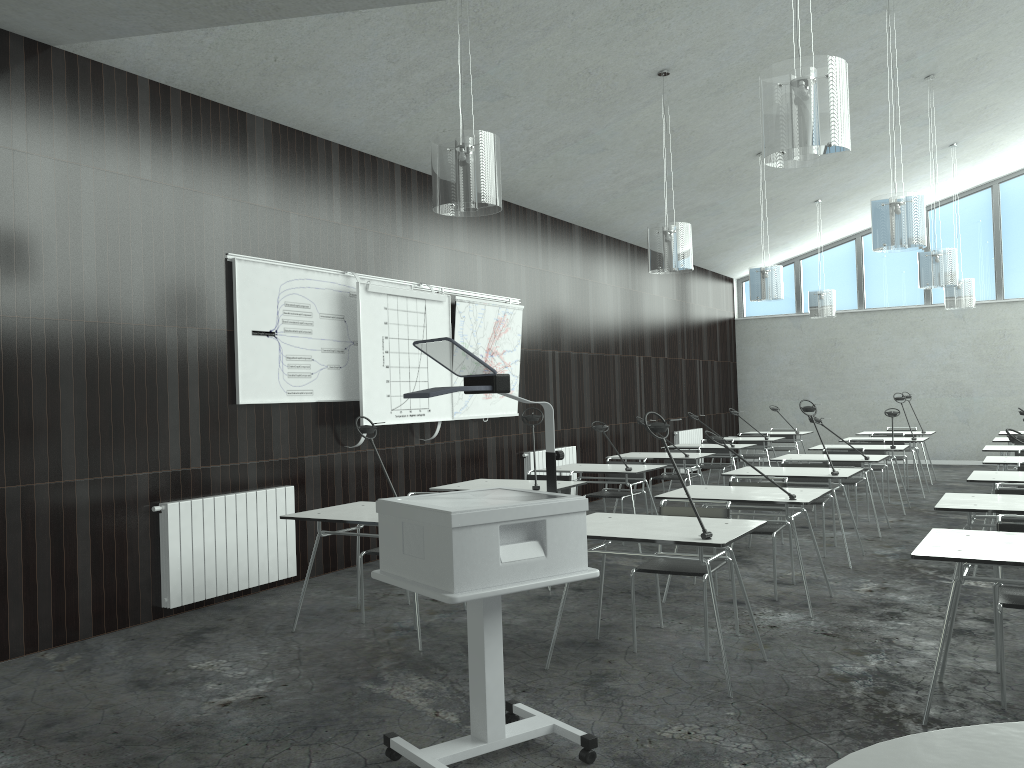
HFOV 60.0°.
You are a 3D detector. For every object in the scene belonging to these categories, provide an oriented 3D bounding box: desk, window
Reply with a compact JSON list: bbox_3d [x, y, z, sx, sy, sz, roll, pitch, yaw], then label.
[{"bbox_3d":[1.145,0.990,0.891,1.600,0.818,0.910,-2,-1,25],"label":"desk"},{"bbox_3d":[2.718,0.827,4.591,0.900,1.153,0.700,-2,-1,30],"label":"desk"},{"bbox_3d":[0.655,0.798,4.147,0.900,1.321,0.700,-2,-1,30],"label":"desk"},{"bbox_3d":[3.588,0.865,9.153,0.900,1.153,0.700,-2,-1,29],"label":"desk"},{"bbox_3d":[4.964,0.813,8.364,0.900,1.153,0.700,-2,-1,30],"label":"desk"},{"bbox_3d":[4.367,0.776,10.400,0.900,1.321,0.700,-2,-1,30],"label":"desk"},{"bbox_3d":[3.525,0.820,5.837,0.900,1.153,0.700,-2,-1,31],"label":"desk"},{"bbox_3d":[0.764,0.925,7.458,0.900,1.153,0.700,-2,-1,30],"label":"desk"},{"bbox_3d":[2.040,0.746,3.343,0.900,1.321,0.700,-2,-1,31],"label":"desk"},{"bbox_3d":[2.846,0.870,7.919,0.900,1.153,0.700,-2,-1,30],"label":"desk"},{"bbox_3d":[1.413,0.877,5.381,0.900,1.153,0.700,-2,-1,30],"label":"desk"},{"bbox_3d":[6.483,0.803,10.854,0.900,1.153,0.700,-2,-1,30],"label":"desk"},{"bbox_3d":[7.138,-2.911,14.123,7.052,3.041,0.010,-2,-1,30],"label":"window"},{"bbox_3d":[2.936,0.914,11.227,0.900,1.153,0.700,-2,-1,29],"label":"desk"},{"bbox_3d":[2.122,0.790,6.683,0.900,1.321,0.700,-2,-1,30],"label":"desk"},{"bbox_3d":[-0.019,0.847,6.231,0.900,1.321,0.700,-2,-1,29],"label":"desk"},{"bbox_3d":[1.476,0.922,8.737,0.900,1.153,0.700,-2,-1,29],"label":"desk"},{"bbox_3d":[-0.718,0.850,4.947,0.900,1.321,0.700,-2,-1,30],"label":"desk"},{"bbox_3d":[5.739,0.808,9.614,0.900,1.153,0.700,-2,-1,31],"label":"desk"},{"bbox_3d":[3.714,0.908,12.487,0.900,1.153,0.700,-2,-1,30],"label":"desk"},{"bbox_3d":[4.279,0.731,7.072,0.900,1.321,0.700,-2,-1,30],"label":"desk"},{"bbox_3d":[5.061,0.773,11.684,0.900,1.321,0.700,-2,-1,30],"label":"desk"},{"bbox_3d":[2.224,0.917,9.983,0.900,1.153,0.700,-2,-1,30],"label":"desk"}]

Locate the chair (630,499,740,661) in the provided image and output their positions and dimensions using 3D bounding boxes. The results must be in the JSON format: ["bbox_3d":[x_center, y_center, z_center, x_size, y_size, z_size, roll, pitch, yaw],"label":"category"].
[{"bbox_3d":[0.876,1.072,4.506,0.428,0.765,0.555,-2,-1,28],"label":"chair"}]

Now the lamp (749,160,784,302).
[{"bbox_3d":[2.743,-1.891,9.652,0.350,1.761,0.359,-2,-1,30],"label":"lamp"}]

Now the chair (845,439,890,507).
[{"bbox_3d":[3.797,1.056,9.518,0.428,0.765,0.555,-2,-1,26],"label":"chair"}]

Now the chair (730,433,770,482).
[{"bbox_3d":[3.097,1.105,11.529,0.428,0.765,0.555,-2,-1,29],"label":"chair"}]

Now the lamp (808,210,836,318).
[{"bbox_3d":[4.242,-1.900,12.196,0.350,1.761,0.359,-2,-1,30],"label":"lamp"}]

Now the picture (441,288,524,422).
[{"bbox_3d":[-0.239,-0.279,8.349,0.163,1.342,1.211,-2,-1,31],"label":"picture"}]

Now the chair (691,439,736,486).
[{"bbox_3d":[2.326,1.110,10.230,0.428,0.765,0.555,-2,-1,27],"label":"chair"}]

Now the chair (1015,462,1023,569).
[{"bbox_3d":[3.748,1.011,6.194,0.428,0.765,0.555,-2,-1,32],"label":"chair"}]

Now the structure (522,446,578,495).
[{"bbox_3d":[0.415,1.118,9.469,0.079,0.688,1.129,-2,-1,30],"label":"structure"}]

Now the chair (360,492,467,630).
[{"bbox_3d":[-0.573,1.125,5.207,0.428,0.765,0.555,-2,-1,28],"label":"chair"}]

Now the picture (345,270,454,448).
[{"bbox_3d":[-0.904,-0.217,7.141,0.254,1.508,1.191,-2,-1,31],"label":"picture"}]

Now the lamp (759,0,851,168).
[{"bbox_3d":[1.192,-2.202,3.712,0.350,2.307,0.359,-2,-1,30],"label":"lamp"}]

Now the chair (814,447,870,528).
[{"bbox_3d":[3.065,1.060,8.278,0.428,0.765,0.555,-2,-1,30],"label":"chair"}]

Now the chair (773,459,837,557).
[{"bbox_3d":[2.292,1.065,6.980,0.428,0.765,0.555,-2,-1,26],"label":"chair"}]

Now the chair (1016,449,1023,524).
[{"bbox_3d":[4.458,1.007,7.416,0.428,0.765,0.555,-2,-1,30],"label":"chair"}]

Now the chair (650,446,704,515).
[{"bbox_3d":[1.689,1.113,9.100,0.428,0.765,0.555,-2,-1,29],"label":"chair"}]

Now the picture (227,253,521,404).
[{"bbox_3d":[-0.861,-0.408,7.437,0.050,1.102,3.818,-2,-1,31],"label":"picture"}]

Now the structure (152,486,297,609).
[{"bbox_3d":[-1.810,1.131,5.692,0.079,0.688,1.129,-2,-1,30],"label":"structure"}]

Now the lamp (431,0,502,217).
[{"bbox_3d":[-0.254,-1.874,4.565,0.350,1.761,0.359,-2,-1,30],"label":"lamp"}]

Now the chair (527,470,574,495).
[{"bbox_3d":[0.193,1.122,6.595,0.428,0.765,0.555,-2,-1,29],"label":"chair"}]

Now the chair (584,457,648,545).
[{"bbox_3d":[0.910,1.116,7.718,0.428,0.765,0.555,-2,-1,33],"label":"chair"}]

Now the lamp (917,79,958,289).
[{"bbox_3d":[4.189,-2.220,8.799,0.350,2.307,0.359,-2,-1,30],"label":"lamp"}]

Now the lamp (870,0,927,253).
[{"bbox_3d":[2.691,-2.211,6.256,0.350,2.307,0.359,-2,-1,30],"label":"lamp"}]

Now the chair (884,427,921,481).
[{"bbox_3d":[5.282,1.047,12.042,0.428,0.765,0.555,-2,-1,29],"label":"chair"}]

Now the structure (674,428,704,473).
[{"bbox_3d":[2.640,1.105,13.246,0.079,0.688,1.129,-2,-1,30],"label":"structure"}]

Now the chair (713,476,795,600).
[{"bbox_3d":[1.539,1.069,5.664,0.428,0.765,0.555,-2,-1,27],"label":"chair"}]

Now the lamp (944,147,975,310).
[{"bbox_3d":[5.688,-2.228,11.343,0.350,2.307,0.359,-2,-1,30],"label":"lamp"}]

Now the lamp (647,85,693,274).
[{"bbox_3d":[1.245,-1.883,7.108,0.350,1.761,0.359,-2,-1,30],"label":"lamp"}]

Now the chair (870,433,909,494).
[{"bbox_3d":[4.537,1.051,10.697,0.428,0.765,0.555,-2,-1,24],"label":"chair"}]

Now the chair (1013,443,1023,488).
[{"bbox_3d":[5.133,1.004,8.661,0.428,0.765,0.555,-2,-1,30],"label":"chair"}]

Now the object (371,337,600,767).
[{"bbox_3d":[-0.077,0.646,3.132,0.680,1.639,0.559,-1,-1,-36],"label":"object"}]

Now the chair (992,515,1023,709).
[{"bbox_3d":[2.200,1.020,3.614,0.428,0.765,0.555,-2,-1,29],"label":"chair"}]

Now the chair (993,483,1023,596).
[{"bbox_3d":[2.863,1.018,4.851,0.428,0.765,0.555,-2,-1,30],"label":"chair"}]

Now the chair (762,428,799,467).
[{"bbox_3d":[3.859,1.099,12.747,0.428,0.765,0.555,-2,-1,30],"label":"chair"}]
